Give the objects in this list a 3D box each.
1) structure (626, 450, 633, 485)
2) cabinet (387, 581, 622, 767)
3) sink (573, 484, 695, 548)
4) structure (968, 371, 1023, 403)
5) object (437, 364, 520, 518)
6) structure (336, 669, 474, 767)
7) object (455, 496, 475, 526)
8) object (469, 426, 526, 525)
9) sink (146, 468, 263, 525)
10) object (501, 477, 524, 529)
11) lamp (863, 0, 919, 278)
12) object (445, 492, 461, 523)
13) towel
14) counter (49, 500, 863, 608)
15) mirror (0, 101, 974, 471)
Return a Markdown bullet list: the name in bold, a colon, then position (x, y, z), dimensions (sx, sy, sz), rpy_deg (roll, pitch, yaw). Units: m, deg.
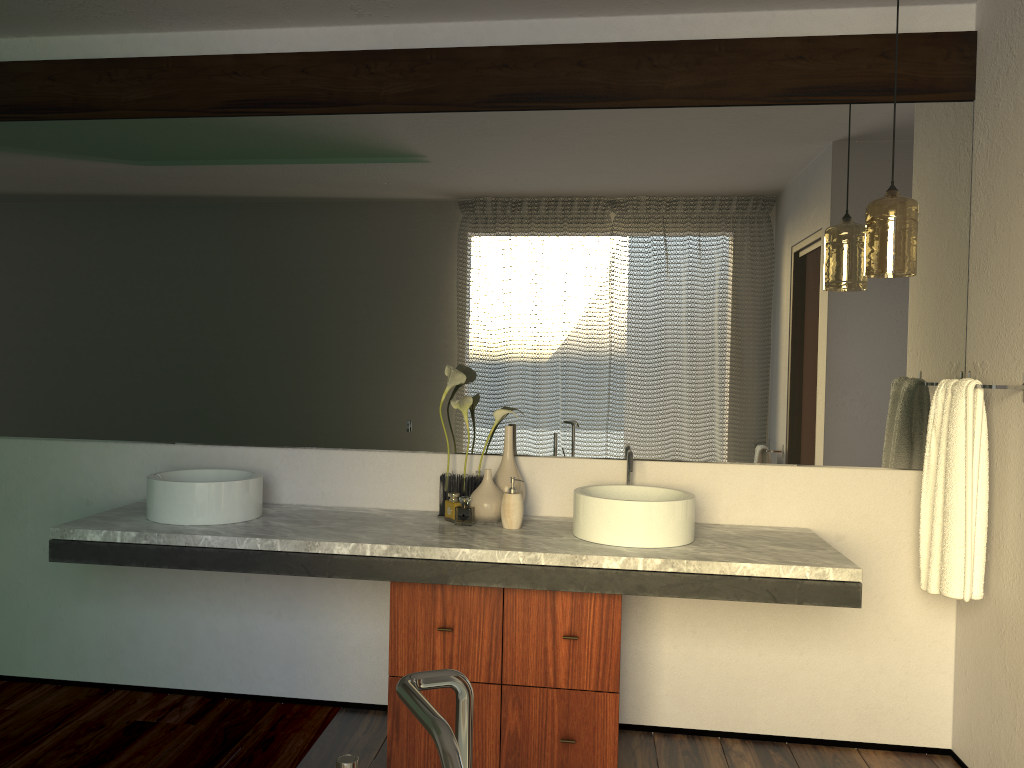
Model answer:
- **structure**: position (0.351, 0.331, 2.812), dimensions (0.067, 0.242, 0.163), rpy_deg (1, 1, 9)
- **cabinet**: position (-0.007, 0.842, 2.732), dimensions (0.663, 0.599, 0.509), rpy_deg (1, 1, 7)
- **sink**: position (0.363, 0.389, 2.647), dimensions (0.353, 0.131, 0.362), rpy_deg (1, 1, -16)
- **structure**: position (1.344, 0.005, 2.551), dimensions (0.103, 0.088, 0.367), rpy_deg (1, 1, 6)
- **object**: position (-0.118, 0.189, 2.898), dimensions (0.240, 0.504, 0.190), rpy_deg (1, 1, -15)
- **structure**: position (-0.041, 0.732, 0.891), dimensions (0.269, 0.897, 0.251), rpy_deg (0, 2, -43)
- **object**: position (-0.147, 0.395, 2.760), dimensions (0.058, 0.090, 0.038), rpy_deg (2, 1, 17)
- **object**: position (-0.045, 0.291, 2.857), dimensions (0.123, 0.305, 0.234), rpy_deg (2, 1, 33)
- **sink**: position (-0.983, 0.357, 2.841), dimensions (0.360, 0.131, 0.354), rpy_deg (1, 1, 9)
- **object**: position (0.001, 0.366, 2.737), dimensions (0.070, 0.158, 0.071), rpy_deg (1, 1, -10)
- **lamp**: position (1.101, -0.746, 2.549), dimensions (0.135, 0.867, 0.142), rpy_deg (0, 2, -41)
- **object**: position (-0.186, 0.394, 2.826), dimensions (0.038, 0.092, 0.067), rpy_deg (0, 1, -33)
- **towel**: position (1.275, 0.302, 2.557), dimensions (0.164, 0.636, 0.253), rpy_deg (2, 1, 24)
- **counter**: position (-0.202, 0.492, 2.717), dimensions (2.275, 0.101, 0.583), rpy_deg (1, 1, 8)
- **mirror**: position (-0.614, -0.350, 3.049), dimensions (4.107, 1.152, 0.017), rpy_deg (1, 1, 8)
